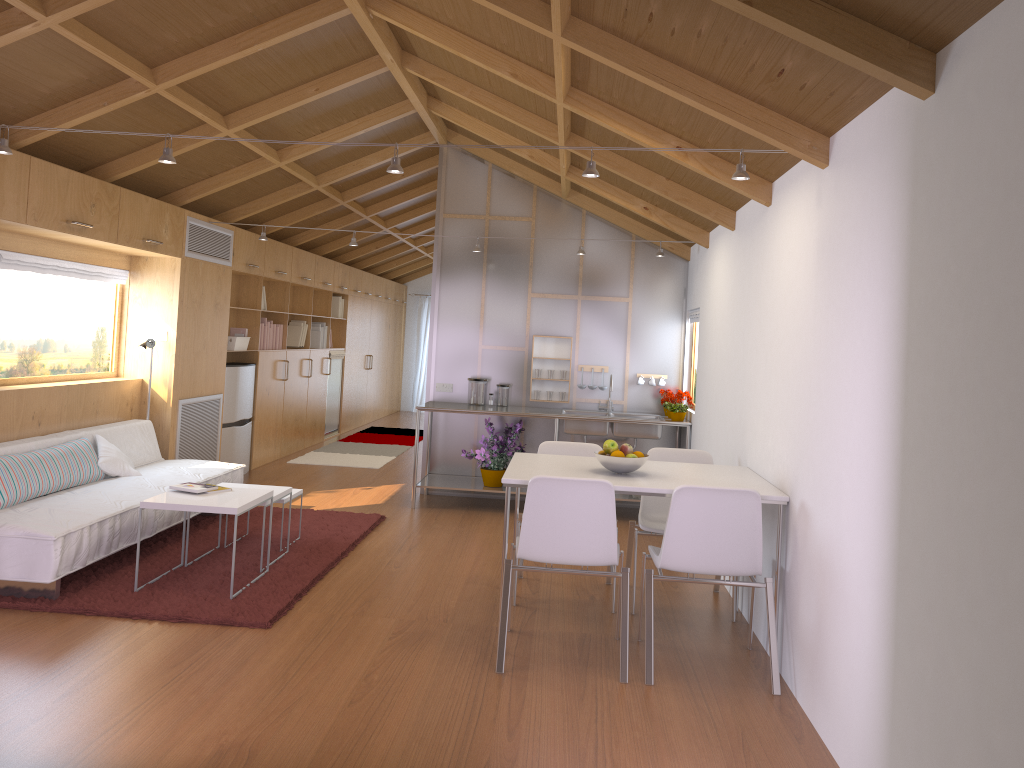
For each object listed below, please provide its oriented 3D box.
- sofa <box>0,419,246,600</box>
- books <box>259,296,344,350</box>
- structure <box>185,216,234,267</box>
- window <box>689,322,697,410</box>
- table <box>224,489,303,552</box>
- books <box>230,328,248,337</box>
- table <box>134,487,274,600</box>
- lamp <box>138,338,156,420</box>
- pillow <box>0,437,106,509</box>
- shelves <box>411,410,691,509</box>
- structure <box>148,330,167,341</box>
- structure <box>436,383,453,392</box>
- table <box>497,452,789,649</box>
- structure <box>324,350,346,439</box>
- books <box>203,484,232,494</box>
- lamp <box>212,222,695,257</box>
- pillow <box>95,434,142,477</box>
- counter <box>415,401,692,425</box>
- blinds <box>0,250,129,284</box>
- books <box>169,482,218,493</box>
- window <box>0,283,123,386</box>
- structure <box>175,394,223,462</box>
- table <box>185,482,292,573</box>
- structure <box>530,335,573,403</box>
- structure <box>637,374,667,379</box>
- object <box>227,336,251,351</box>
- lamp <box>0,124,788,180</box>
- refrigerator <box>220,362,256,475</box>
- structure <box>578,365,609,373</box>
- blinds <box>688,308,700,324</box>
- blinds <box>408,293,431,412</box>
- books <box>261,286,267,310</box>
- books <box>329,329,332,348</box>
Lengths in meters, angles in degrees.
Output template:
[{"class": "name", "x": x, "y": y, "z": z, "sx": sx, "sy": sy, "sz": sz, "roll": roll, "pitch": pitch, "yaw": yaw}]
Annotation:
[{"class": "sofa", "x": -2.386, "y": 0.637, "z": 5.147, "sx": 0.863, "sy": 0.629, "sz": 2.354, "roll": 3, "pitch": 3, "yaw": 4}, {"class": "books", "x": -2.343, "y": -0.724, "z": 9.824, "sx": 0.189, "sy": 0.658, "sz": 3.108, "roll": 3, "pitch": 3, "yaw": 4}, {"class": "structure", "x": -2.388, "y": -1.118, "z": 6.997, "sx": 0.013, "sy": 0.301, "sz": 0.903, "roll": 3, "pitch": 2, "yaw": 4}, {"class": "window", "x": 1.466, "y": -0.187, "z": 6.915, "sx": 0.026, "sy": 0.796, "sz": 0.724, "roll": 3, "pitch": 0, "yaw": 4}, {"class": "table", "x": -1.506, "y": 0.816, "z": 5.389, "sx": 0.342, "sy": 0.309, "sz": 0.369, "roll": 3, "pitch": 1, "yaw": 4}, {"class": "books", "x": -2.474, "y": -0.409, "z": 7.969, "sx": 0.150, "sy": 0.193, "sz": 0.088, "roll": 3, "pitch": -1, "yaw": 4}, {"class": "table", "x": -1.559, "y": 0.791, "z": 4.531, "sx": 0.485, "sy": 0.439, "sz": 0.524, "roll": 3, "pitch": 1, "yaw": 4}, {"class": "lamp", "x": -2.615, "y": 0.270, "z": 6.338, "sx": 0.182, "sy": 1.199, "sz": 0.254, "roll": 4, "pitch": -2, "yaw": -21}, {"class": "pillow", "x": -2.575, "y": 0.477, "z": 4.885, "sx": 0.171, "sy": 0.252, "sz": 1.041, "roll": 3, "pitch": 3, "yaw": 4}, {"class": "shelves", "x": 0.307, "y": 0.623, "z": 7.040, "sx": 2.092, "sy": 0.754, "sz": 0.632, "roll": 3, "pitch": 0, "yaw": 4}, {"class": "structure", "x": -2.604, "y": -0.354, "z": 6.491, "sx": 0.142, "sy": 0.071, "sz": 0.011, "roll": 3, "pitch": -1, "yaw": 4}, {"class": "structure", "x": -0.569, "y": 0.031, "z": 7.433, "sx": 0.142, "sy": 0.071, "sz": 0.011, "roll": 3, "pitch": -1, "yaw": 4}, {"class": "table", "x": 0.567, "y": 0.786, "z": 4.167, "sx": 1.209, "sy": 0.744, "sz": 0.898, "roll": 3, "pitch": 1, "yaw": 4}, {"class": "structure", "x": -2.334, "y": 0.107, "z": 10.990, "sx": 0.316, "sy": 1.081, "sz": 0.724, "roll": 3, "pitch": 0, "yaw": 4}, {"class": "books", "x": -1.612, "y": 0.558, "z": 4.695, "sx": 0.193, "sy": 0.016, "sz": 0.152, "roll": 5, "pitch": 3, "yaw": 33}, {"class": "lamp", "x": -0.472, "y": -1.110, "z": 6.841, "sx": 3.829, "sy": 0.153, "sz": 0.072, "roll": 3, "pitch": -1, "yaw": 4}, {"class": "pillow", "x": -2.457, "y": 0.451, "z": 5.503, "sx": 0.266, "sy": 0.252, "sz": 0.346, "roll": 3, "pitch": 1, "yaw": -32}, {"class": "counter", "x": 0.328, "y": 0.228, "z": 7.051, "sx": 2.109, "sy": 0.021, "sz": 0.650, "roll": 3, "pitch": 3, "yaw": 4}, {"class": "blinds", "x": -2.881, "y": -0.748, "z": 5.773, "sx": 0.047, "sy": 0.111, "sz": 1.497, "roll": 3, "pitch": 3, "yaw": 4}, {"class": "books", "x": -1.667, "y": 0.542, "z": 4.630, "sx": 0.193, "sy": 0.016, "sz": 0.152, "roll": 4, "pitch": 3, "yaw": 23}, {"class": "window", "x": -2.950, "y": -0.411, "z": 5.766, "sx": 0.035, "sy": 0.791, "sz": 1.496, "roll": 3, "pitch": 2, "yaw": 4}, {"class": "structure", "x": -2.470, "y": 0.460, "z": 6.978, "sx": 0.013, "sy": 0.722, "sz": 0.819, "roll": 3, "pitch": 1, "yaw": 4}, {"class": "table", "x": -1.530, "y": 0.797, "z": 4.991, "sx": 0.424, "sy": 0.384, "sz": 0.458, "roll": 3, "pitch": 1, "yaw": 4}, {"class": "structure", "x": 0.325, "y": -0.124, "z": 7.344, "sx": 0.328, "sy": 0.546, "sz": 0.076, "roll": 3, "pitch": -2, "yaw": 4}, {"class": "structure", "x": 1.159, "y": -0.063, "z": 7.305, "sx": 0.251, "sy": 0.032, "sz": 0.041, "roll": 3, "pitch": 1, "yaw": 4}, {"class": "object", "x": -2.481, "y": -0.361, "z": 7.844, "sx": 0.203, "sy": 0.123, "sz": 0.350, "roll": 3, "pitch": 2, "yaw": 4}, {"class": "lamp", "x": -0.682, "y": -0.961, "z": 3.657, "sx": 3.829, "sy": 0.153, "sz": 0.072, "roll": 3, "pitch": -1, "yaw": 4}, {"class": "refrigerator", "x": -2.502, "y": 0.315, "z": 7.835, "sx": 0.262, "sy": 0.988, "sz": 0.712, "roll": 3, "pitch": 0, "yaw": 4}, {"class": "structure", "x": 0.677, "y": -0.127, "z": 7.351, "sx": 0.251, "sy": 0.051, "sz": 0.016, "roll": 3, "pitch": -1, "yaw": 4}, {"class": "blinds", "x": 1.443, "y": -0.534, "z": 6.928, "sx": 0.047, "sy": 0.111, "sz": 0.724, "roll": 3, "pitch": 3, "yaw": 4}, {"class": "blinds", "x": -0.416, "y": -0.474, "z": 15.185, "sx": 2.848, "sy": 2.040, "sz": 0.232, "roll": 3, "pitch": -2, "yaw": 3}, {"class": "books", "x": -2.435, "y": -0.849, "z": 8.379, "sx": 0.176, "sy": 0.297, "sz": 0.279, "roll": 3, "pitch": 0, "yaw": 4}, {"class": "books", "x": -2.295, "y": -0.589, "z": 10.788, "sx": 0.176, "sy": 0.297, "sz": 0.279, "roll": 3, "pitch": 0, "yaw": 4}]
